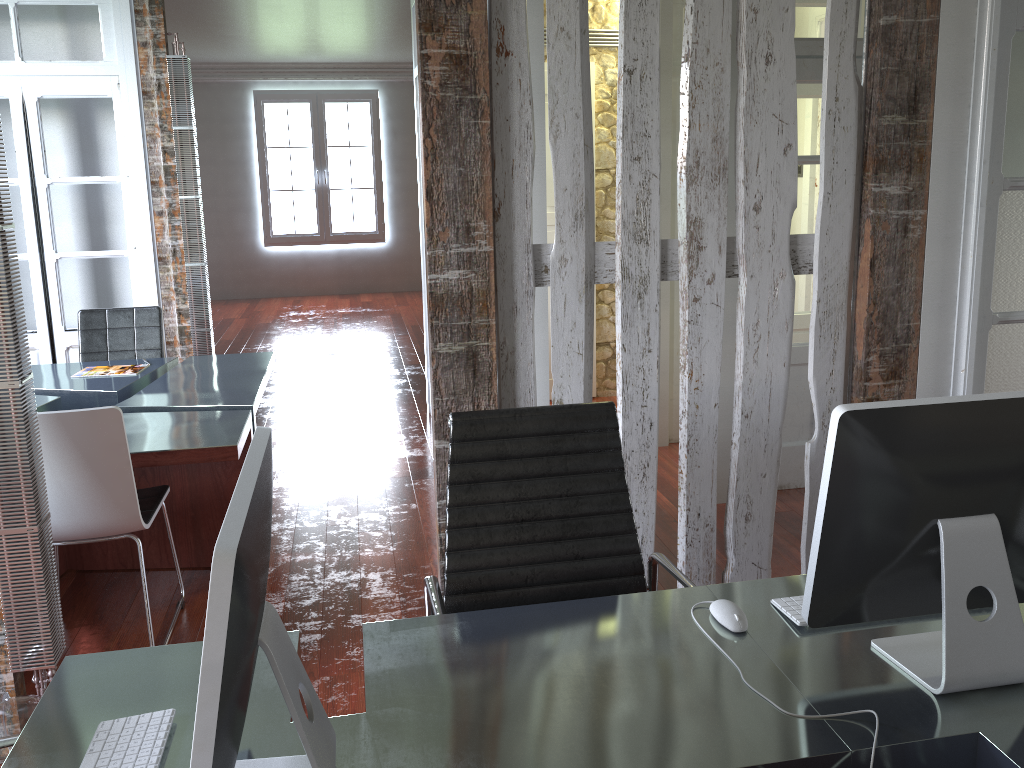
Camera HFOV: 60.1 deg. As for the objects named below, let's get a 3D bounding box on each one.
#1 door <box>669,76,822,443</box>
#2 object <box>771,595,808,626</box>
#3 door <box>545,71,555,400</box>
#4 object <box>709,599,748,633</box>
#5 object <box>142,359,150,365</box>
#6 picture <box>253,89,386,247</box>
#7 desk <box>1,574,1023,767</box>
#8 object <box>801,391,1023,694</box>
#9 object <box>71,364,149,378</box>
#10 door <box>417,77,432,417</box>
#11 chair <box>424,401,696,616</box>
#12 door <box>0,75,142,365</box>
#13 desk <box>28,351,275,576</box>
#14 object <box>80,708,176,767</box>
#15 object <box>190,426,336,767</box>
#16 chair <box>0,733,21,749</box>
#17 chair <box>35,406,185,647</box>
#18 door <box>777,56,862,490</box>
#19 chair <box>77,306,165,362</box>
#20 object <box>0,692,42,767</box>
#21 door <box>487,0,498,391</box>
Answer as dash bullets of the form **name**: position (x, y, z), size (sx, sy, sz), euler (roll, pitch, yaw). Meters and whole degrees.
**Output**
- **door**: position (1.402, -0.703, 5.117), size (1.077, 2.065, 0.041), euler (-3, 11, -10)
- **object**: position (0.743, 0.430, 1.758), size (0.439, 0.017, 0.120), euler (-4, 14, -10)
- **door**: position (0.105, -0.964, 5.983), size (0.869, 2.196, 0.147), euler (-3, 11, -10)
- **object**: position (0.420, 0.443, 1.706), size (0.059, 0.028, 0.107), euler (-4, 14, -11)
- **object**: position (-1.891, -0.115, 4.581), size (0.011, 0.011, 0.150), euler (-9, 16, -33)
- **picture**: position (-2.487, -2.809, 11.541), size (1.580, 1.968, 0.128), euler (-3, 11, -10)
- **desk**: position (0.533, 0.925, 1.293), size (2.508, 0.720, 1.314), euler (-4, 13, -10)
- **object**: position (0.753, 0.254, 1.496), size (0.484, 0.480, 0.191), euler (-3, 11, -10)
- **object**: position (-1.992, -0.064, 4.400), size (0.307, 0.012, 0.226), euler (-3, 14, -5)
- **door**: position (-0.402, -0.724, 5.168), size (0.484, 2.160, 1.195), euler (-9, 14, -35)
- **chair**: position (0.096, 0.619, 1.999), size (0.666, 1.012, 0.706), euler (-5, 12, -16)
- **door**: position (-2.736, -0.674, 5.181), size (1.161, 2.159, 0.041), euler (-3, 11, -10)
- **desk**: position (-1.837, 0.384, 3.913), size (1.446, 0.647, 1.730), euler (-4, 13, -10)
- **object**: position (-0.565, 0.588, 1.221), size (0.118, 0.017, 0.443), euler (-4, 14, -10)
- **object**: position (-0.346, 0.353, 1.192), size (0.190, 0.480, 0.489), euler (-3, 12, -10)
- **chair**: position (-0.744, 0.811, 1.284), size (0.699, 1.012, 0.672), euler (-3, 12, -6)
- **chair**: position (-1.444, 0.463, 3.013), size (0.475, 0.910, 0.608), euler (-3, 12, -10)
- **door**: position (1.571, -0.508, 4.293), size (1.077, 2.065, 0.041), euler (-3, 11, -10)
- **chair**: position (-2.047, 0.099, 4.577), size (0.475, 0.910, 0.608), euler (-3, 12, -10)
- **object**: position (-1.271, 0.986, 2.295), size (0.221, 0.379, 0.236), euler (-8, 13, -32)
- **door**: position (-0.106, -0.299, 3.372), size (0.041, 2.157, 1.068), euler (-3, 11, -10)
